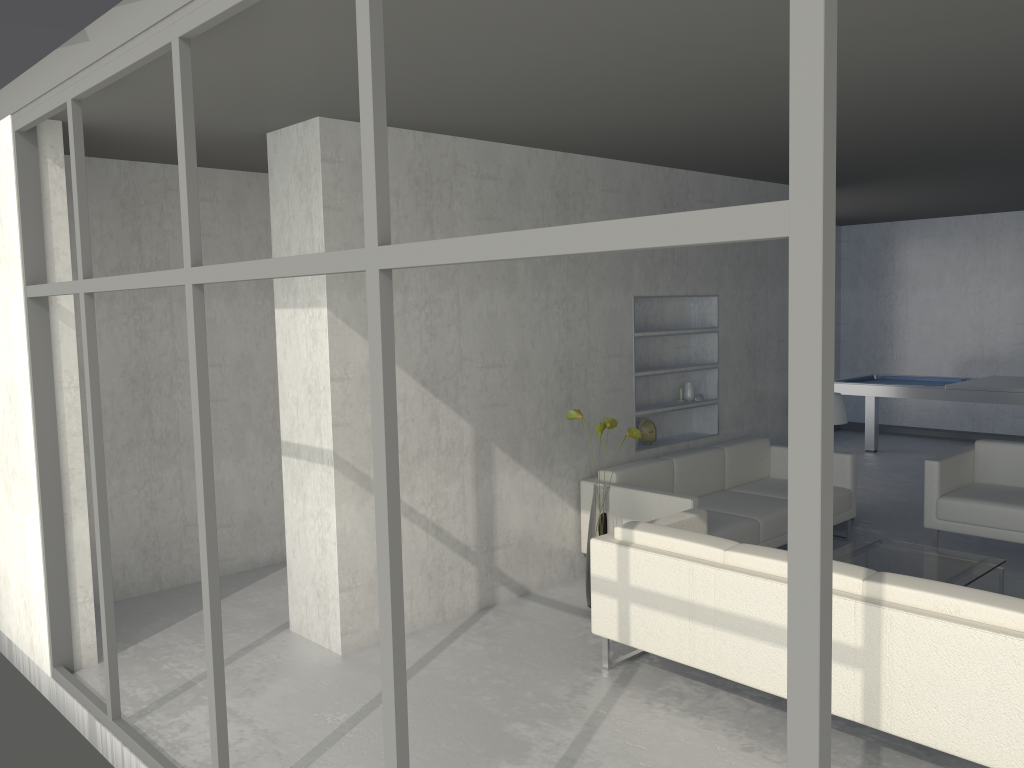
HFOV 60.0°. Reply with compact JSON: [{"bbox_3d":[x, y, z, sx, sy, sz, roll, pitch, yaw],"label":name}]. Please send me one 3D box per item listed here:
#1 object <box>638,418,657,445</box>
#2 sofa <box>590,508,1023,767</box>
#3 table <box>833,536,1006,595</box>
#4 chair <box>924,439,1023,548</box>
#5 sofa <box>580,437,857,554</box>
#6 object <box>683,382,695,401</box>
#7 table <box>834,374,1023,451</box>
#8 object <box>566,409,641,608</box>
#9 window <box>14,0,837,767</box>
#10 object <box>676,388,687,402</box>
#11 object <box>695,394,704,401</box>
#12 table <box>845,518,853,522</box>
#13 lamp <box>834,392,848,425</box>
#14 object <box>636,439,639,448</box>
[{"bbox_3d":[0.916,0.315,5.889,0.088,0.179,0.163,2,6,37],"label":"object"},{"bbox_3d":[1.293,0.962,3.577,0.821,0.658,1.881,-6,7,-43],"label":"sofa"},{"bbox_3d":[2.165,1.062,4.868,0.730,0.190,0.773,-6,7,-43],"label":"table"},{"bbox_3d":[3.163,0.733,5.646,0.821,0.662,0.748,-6,7,-43],"label":"chair"},{"bbox_3d":[1.372,0.779,5.624,1.881,0.658,0.821,-6,7,-43],"label":"sofa"},{"bbox_3d":[1.237,0.052,6.202,0.079,0.130,0.079,4,7,45],"label":"object"},{"bbox_3d":[4.094,0.371,8.280,1.180,0.835,2.095,-6,7,-43],"label":"table"},{"bbox_3d":[0.552,0.667,4.910,0.400,1.051,0.387,-3,5,-15],"label":"object"},{"bbox_3d":[-0.959,0.179,2.716,0.037,2.477,4.080,-6,7,-43],"label":"window"},{"bbox_3d":[1.172,0.077,6.150,0.074,0.094,0.074,0,5,11],"label":"object"},{"bbox_3d":[1.310,0.092,6.195,0.064,0.050,0.064,-5,6,-37],"label":"object"},{"bbox_3d":[2.336,0.818,6.667,0.452,0.358,0.452,1,5,22],"label":"table"},{"bbox_3d":[2.324,0.360,6.625,0.347,0.582,0.347,0,5,15],"label":"lamp"},{"bbox_3d":[0.791,0.351,5.809,0.086,0.128,0.086,-5,6,-32],"label":"object"}]
